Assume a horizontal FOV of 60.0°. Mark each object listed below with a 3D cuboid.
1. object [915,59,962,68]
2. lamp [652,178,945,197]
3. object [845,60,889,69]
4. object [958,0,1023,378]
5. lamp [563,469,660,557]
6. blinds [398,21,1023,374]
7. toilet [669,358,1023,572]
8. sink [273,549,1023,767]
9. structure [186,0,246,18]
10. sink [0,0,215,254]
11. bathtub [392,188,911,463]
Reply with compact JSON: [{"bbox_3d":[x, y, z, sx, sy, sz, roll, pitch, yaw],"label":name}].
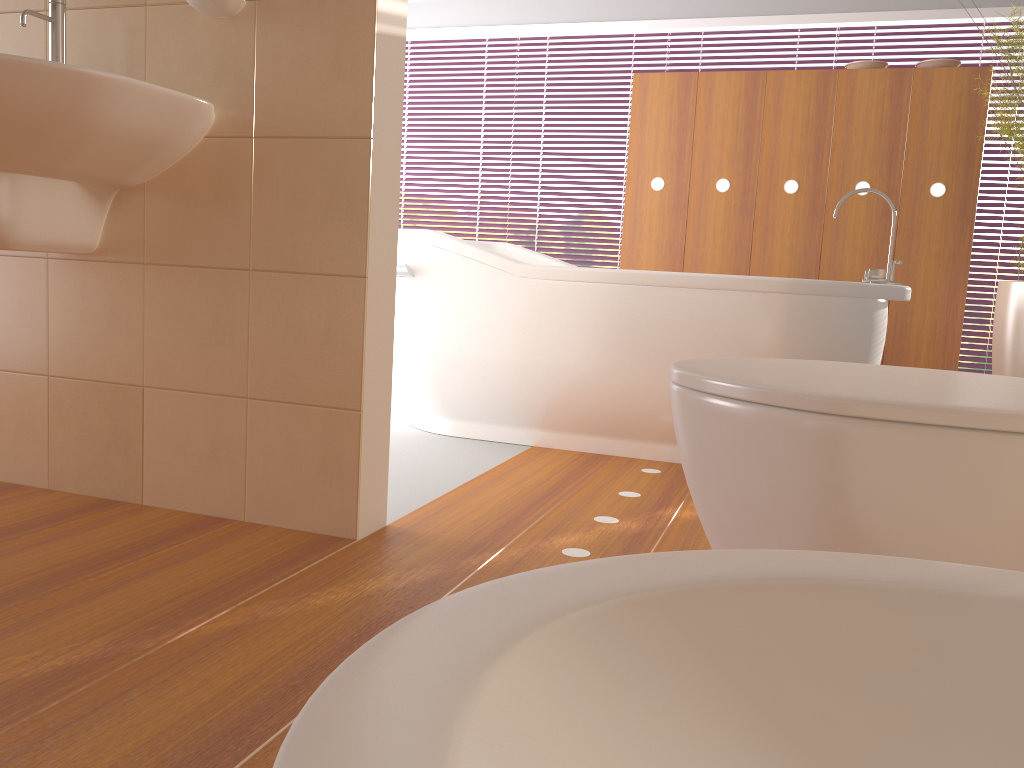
[{"bbox_3d":[1.730,-1.277,3.604,0.173,0.046,0.173,6,7,18],"label":"object"},{"bbox_3d":[1.165,-0.823,3.700,1.169,0.052,0.001,6,7,18],"label":"lamp"},{"bbox_3d":[1.473,-1.302,3.688,0.173,0.046,0.173,6,7,18],"label":"object"},{"bbox_3d":[2.002,-0.485,3.059,1.335,1.557,0.683,-2,9,-39],"label":"object"},{"bbox_3d":[-1.516,0.251,1.788,3.173,0.001,2.893,6,7,18],"label":"lamp"},{"bbox_3d":[1.317,-1.041,5.230,4.712,2.022,0.032,6,7,18],"label":"blinds"},{"bbox_3d":[0.398,0.200,0.806,0.534,0.400,0.375,6,7,18],"label":"toilet"},{"bbox_3d":[0.196,0.206,0.172,0.515,0.517,0.335,6,7,18],"label":"sink"},{"bbox_3d":[-0.597,-0.750,1.749,0.117,0.029,0.092,6,7,18],"label":"structure"},{"bbox_3d":[-0.991,-0.514,1.673,0.683,0.516,0.539,6,7,18],"label":"sink"},{"bbox_3d":[0.389,-0.257,3.154,1.874,0.900,0.888,6,7,18],"label":"bathtub"}]
